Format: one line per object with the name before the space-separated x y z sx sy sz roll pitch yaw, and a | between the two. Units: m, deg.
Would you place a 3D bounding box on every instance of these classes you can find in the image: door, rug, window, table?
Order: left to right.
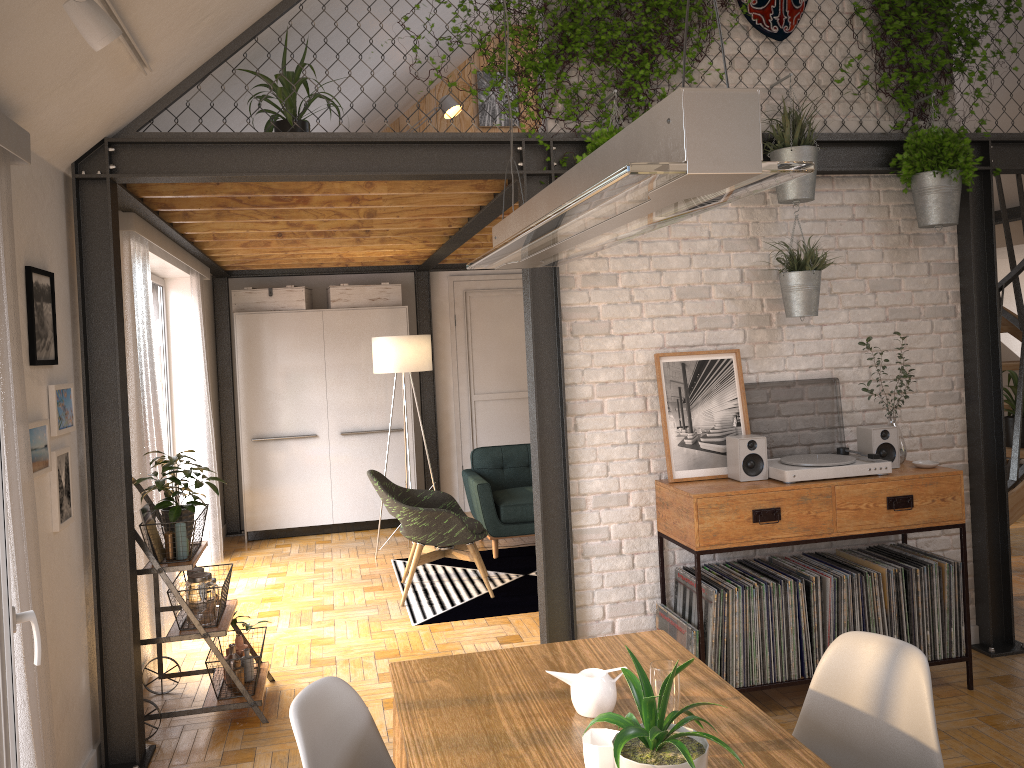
door | -1.474 0.452 2.336 0.802 2.230 0.111 -2 0 40
door | 0.024 0.067 8.724 1.201 2.300 0.088 -3 0 -12
table | 0.217 1.144 1.826 0.851 0.754 1.466 -3 2 -12
rug | 0.953 1.283 6.352 3.502 0.010 1.701 -3 3 -12
window | 2.261 -0.906 4.014 8.634 4.464 7.787 -3 2 -12

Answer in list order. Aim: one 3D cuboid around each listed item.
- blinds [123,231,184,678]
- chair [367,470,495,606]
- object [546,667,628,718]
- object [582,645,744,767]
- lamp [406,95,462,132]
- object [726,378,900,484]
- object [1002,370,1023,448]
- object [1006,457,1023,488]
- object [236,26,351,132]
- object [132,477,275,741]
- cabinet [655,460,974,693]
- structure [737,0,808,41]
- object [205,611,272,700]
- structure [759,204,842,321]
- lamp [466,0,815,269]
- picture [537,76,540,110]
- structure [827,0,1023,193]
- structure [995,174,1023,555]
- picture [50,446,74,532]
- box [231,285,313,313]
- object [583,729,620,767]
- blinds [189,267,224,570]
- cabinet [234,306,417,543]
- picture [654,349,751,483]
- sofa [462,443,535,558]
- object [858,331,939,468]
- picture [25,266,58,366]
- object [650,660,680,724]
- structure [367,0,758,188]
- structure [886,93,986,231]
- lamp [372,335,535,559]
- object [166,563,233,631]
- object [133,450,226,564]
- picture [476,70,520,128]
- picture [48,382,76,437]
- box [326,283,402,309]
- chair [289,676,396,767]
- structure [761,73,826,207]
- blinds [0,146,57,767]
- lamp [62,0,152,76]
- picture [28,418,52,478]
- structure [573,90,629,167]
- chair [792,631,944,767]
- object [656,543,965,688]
blinds | -1.896 0.307 4.709 0.124 2.282 0.667 -3 0 -11
chair | -0.546 0.965 5.864 0.783 0.830 0.753 -3 1 -6
object | 0.177 0.705 2.057 0.178 0.106 0.107 -2 1 15
object | 0.245 0.616 1.496 0.234 0.329 0.214 -3 1 -6
lamp | -0.818 -2.250 8.327 0.849 0.813 0.194 -2 1 31
object | 1.353 0.196 3.992 0.787 0.414 0.415 -3 1 -12
object | 2.868 0.062 5.067 0.528 0.591 0.457 -3 1 -24
object | 4.691 0.771 8.736 0.697 0.429 1.156 -3 2 -12
object | -1.040 -1.317 4.067 0.528 0.591 0.457 -4 1 -29
object | -1.458 0.963 4.083 0.631 1.078 0.579 -3 1 -12
cabinet | 1.338 0.889 3.941 1.265 0.963 0.456 -3 1 -12
structure | 1.229 -2.081 4.092 0.441 0.964 0.192 -3 0 -12
object | -1.259 1.245 4.120 0.276 0.290 0.439 -3 2 -12
structure | 1.287 -0.551 4.044 0.360 0.534 0.385 -3 1 -2
lamp | 0.098 -1.209 1.827 0.269 1.819 1.346 -3 1 -12
picture | 0.435 -2.917 8.816 0.381 0.506 0.011 -3 0 -12
structure | 2.032 -1.823 4.358 1.306 1.870 0.458 -3 0 -15
structure | 2.548 -0.651 5.650 1.627 3.817 2.250 -3 1 3
picture | -1.639 0.377 3.226 0.022 0.284 0.201 -3 1 -12
box | -2.147 -0.756 7.963 0.641 0.218 0.376 -3 2 -2
object | 0.179 0.734 1.745 0.077 0.077 0.078 -3 1 6
blinds | -2.362 0.232 6.911 0.124 2.286 0.667 -3 0 -13
cabinet | -1.702 0.326 8.192 1.507 2.002 0.809 -3 1 -12
picture | 0.874 0.138 4.016 0.411 0.576 0.126 -3 0 -12
sofa | 0.627 0.866 7.196 1.974 0.782 0.824 -3 2 -12
object | 1.773 0.067 4.105 0.295 0.620 0.290 -3 1 3
picture | -1.641 -0.233 3.095 0.021 0.336 0.261 -3 1 -12
object | 0.318 0.669 1.824 0.062 0.184 0.062 -2 1 42
structure | 0.396 -1.564 3.994 2.128 1.679 0.431 -3 0 -12
structure | 2.000 -1.045 4.171 0.437 0.652 0.423 -3 1 18
lamp | 0.069 0.437 6.979 2.358 1.718 0.571 -3 0 -4
object | -1.427 0.967 4.086 0.238 0.216 0.439 -3 2 -12
object | -1.549 0.543 4.072 0.396 0.475 0.492 -3 1 0
picture | -0.135 -2.796 8.695 0.421 0.554 0.017 -3 0 -12
picture | -1.658 0.090 3.270 0.023 0.183 0.251 -3 2 -12
box | -1.364 -0.803 8.146 0.642 0.218 0.376 -4 2 -17
chair | -0.213 1.113 2.041 0.542 0.801 0.465 -3 1 14
structure | 1.250 -1.108 4.028 0.348 0.607 0.384 -2 1 41
blinds | -1.399 0.385 2.471 0.187 2.288 0.749 -3 0 -18
lamp | -0.934 -0.985 1.527 0.207 0.261 3.491 -3 3 -11
picture | -1.588 0.216 2.955 0.023 0.183 0.251 -3 2 -12
structure | 0.465 -0.954 3.846 0.437 0.652 0.423 -3 1 18
chair | 2.488 0.039 1.942 4.020 2.685 3.491 -3 2 -11
object | 1.303 1.085 3.945 1.313 0.574 0.404 -3 1 -12
